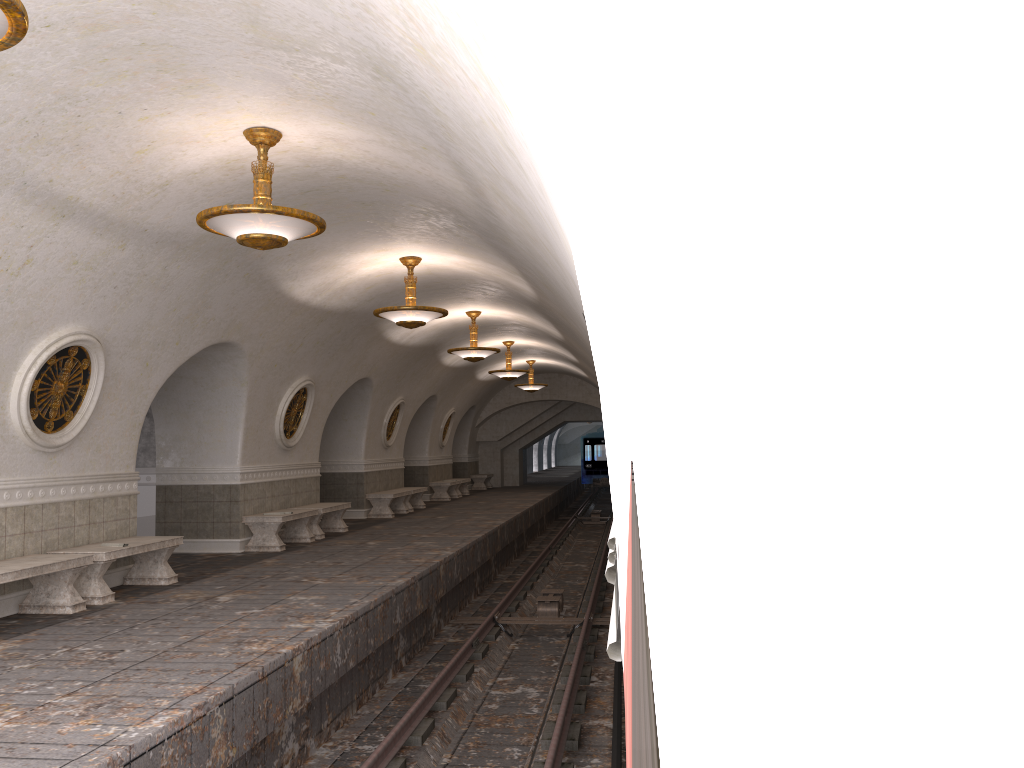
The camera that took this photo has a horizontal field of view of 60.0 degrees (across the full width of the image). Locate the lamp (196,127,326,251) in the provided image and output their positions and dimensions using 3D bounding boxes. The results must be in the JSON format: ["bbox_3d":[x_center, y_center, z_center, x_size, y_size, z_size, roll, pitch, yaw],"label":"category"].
[{"bbox_3d":[-2.014,-1.550,7.160,1.008,0.955,1.008,0,-4,-8],"label":"lamp"}]

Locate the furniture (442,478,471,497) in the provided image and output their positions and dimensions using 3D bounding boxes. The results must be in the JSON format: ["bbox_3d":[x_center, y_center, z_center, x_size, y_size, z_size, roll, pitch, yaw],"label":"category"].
[{"bbox_3d":[-1.680,3.159,27.010,0.613,0.508,1.509,-1,-4,8],"label":"furniture"}]

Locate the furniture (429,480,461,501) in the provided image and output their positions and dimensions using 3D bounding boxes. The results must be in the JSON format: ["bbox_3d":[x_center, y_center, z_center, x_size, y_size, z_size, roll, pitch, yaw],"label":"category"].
[{"bbox_3d":[-1.905,3.043,25.347,0.613,0.508,1.509,-1,-4,8],"label":"furniture"}]

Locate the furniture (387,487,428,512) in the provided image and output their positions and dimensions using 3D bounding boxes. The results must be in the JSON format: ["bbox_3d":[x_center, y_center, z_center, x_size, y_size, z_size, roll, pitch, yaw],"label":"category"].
[{"bbox_3d":[-2.475,2.747,21.115,0.613,0.508,1.509,-1,-4,8],"label":"furniture"}]

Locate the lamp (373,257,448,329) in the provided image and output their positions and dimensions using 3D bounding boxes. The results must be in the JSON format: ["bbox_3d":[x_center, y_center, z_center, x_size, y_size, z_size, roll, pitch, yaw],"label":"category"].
[{"bbox_3d":[-1.366,-1.214,11.968,1.008,0.955,1.008,0,-4,-8],"label":"lamp"}]

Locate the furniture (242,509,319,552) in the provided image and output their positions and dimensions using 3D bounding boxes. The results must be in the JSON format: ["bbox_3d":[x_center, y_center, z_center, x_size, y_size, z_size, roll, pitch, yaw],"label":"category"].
[{"bbox_3d":[-3.502,2.214,13.500,0.613,0.508,1.509,-1,-4,8],"label":"furniture"}]

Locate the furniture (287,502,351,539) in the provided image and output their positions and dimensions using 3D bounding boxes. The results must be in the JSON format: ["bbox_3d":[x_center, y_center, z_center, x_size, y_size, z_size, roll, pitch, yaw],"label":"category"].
[{"bbox_3d":[-3.278,2.330,15.162,0.613,0.508,1.509,-1,-4,8],"label":"furniture"}]

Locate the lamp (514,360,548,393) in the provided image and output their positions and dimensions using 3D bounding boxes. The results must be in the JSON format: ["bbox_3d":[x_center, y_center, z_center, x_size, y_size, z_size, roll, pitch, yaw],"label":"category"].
[{"bbox_3d":[0.565,-0.212,26.291,1.008,0.955,1.008,2,-5,-36],"label":"lamp"}]

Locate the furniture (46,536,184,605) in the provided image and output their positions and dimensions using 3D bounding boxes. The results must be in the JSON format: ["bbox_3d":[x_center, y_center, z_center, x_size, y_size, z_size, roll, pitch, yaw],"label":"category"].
[{"bbox_3d":[-4.079,1.914,9.221,0.613,0.508,1.509,-1,-4,8],"label":"furniture"}]

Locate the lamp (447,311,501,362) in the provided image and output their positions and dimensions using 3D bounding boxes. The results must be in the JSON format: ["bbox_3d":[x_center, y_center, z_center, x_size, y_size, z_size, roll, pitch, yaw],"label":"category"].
[{"bbox_3d":[-0.722,-0.880,16.743,1.008,0.955,1.008,-3,-4,23],"label":"lamp"}]

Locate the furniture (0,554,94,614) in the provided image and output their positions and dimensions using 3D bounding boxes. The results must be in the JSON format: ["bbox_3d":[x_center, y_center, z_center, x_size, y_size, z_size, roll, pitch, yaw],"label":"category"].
[{"bbox_3d":[-4.303,1.798,7.559,0.613,0.508,1.509,-1,-4,8],"label":"furniture"}]

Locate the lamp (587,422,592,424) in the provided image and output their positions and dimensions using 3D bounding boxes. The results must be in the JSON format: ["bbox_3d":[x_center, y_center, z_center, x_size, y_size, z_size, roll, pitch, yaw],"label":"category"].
[{"bbox_3d":[5.464,2.330,62.622,1.008,0.955,1.008,0,-4,-6],"label":"lamp"}]

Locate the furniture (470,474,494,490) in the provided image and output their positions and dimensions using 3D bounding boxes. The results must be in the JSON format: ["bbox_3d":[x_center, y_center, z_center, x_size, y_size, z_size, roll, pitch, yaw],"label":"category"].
[{"bbox_3d":[-1.064,3.479,31.578,0.613,0.508,1.509,-1,-4,8],"label":"furniture"}]

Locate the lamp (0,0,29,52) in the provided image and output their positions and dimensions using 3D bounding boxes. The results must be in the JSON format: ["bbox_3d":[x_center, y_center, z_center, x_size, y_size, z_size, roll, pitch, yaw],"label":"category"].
[{"bbox_3d":[-2.501,-1.803,3.547,1.008,0.955,1.008,2,-5,-36],"label":"lamp"}]

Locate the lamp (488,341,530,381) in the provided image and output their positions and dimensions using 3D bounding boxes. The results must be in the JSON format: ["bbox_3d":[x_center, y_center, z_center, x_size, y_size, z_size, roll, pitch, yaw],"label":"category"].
[{"bbox_3d":[-0.078,-0.546,21.516,1.008,0.955,1.008,-3,-4,23],"label":"lamp"}]

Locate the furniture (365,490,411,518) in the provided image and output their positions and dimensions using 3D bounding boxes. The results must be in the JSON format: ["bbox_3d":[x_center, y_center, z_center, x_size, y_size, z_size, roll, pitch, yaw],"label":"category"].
[{"bbox_3d":[-2.699,2.630,19.452,0.613,0.508,1.509,-1,-4,8],"label":"furniture"}]
